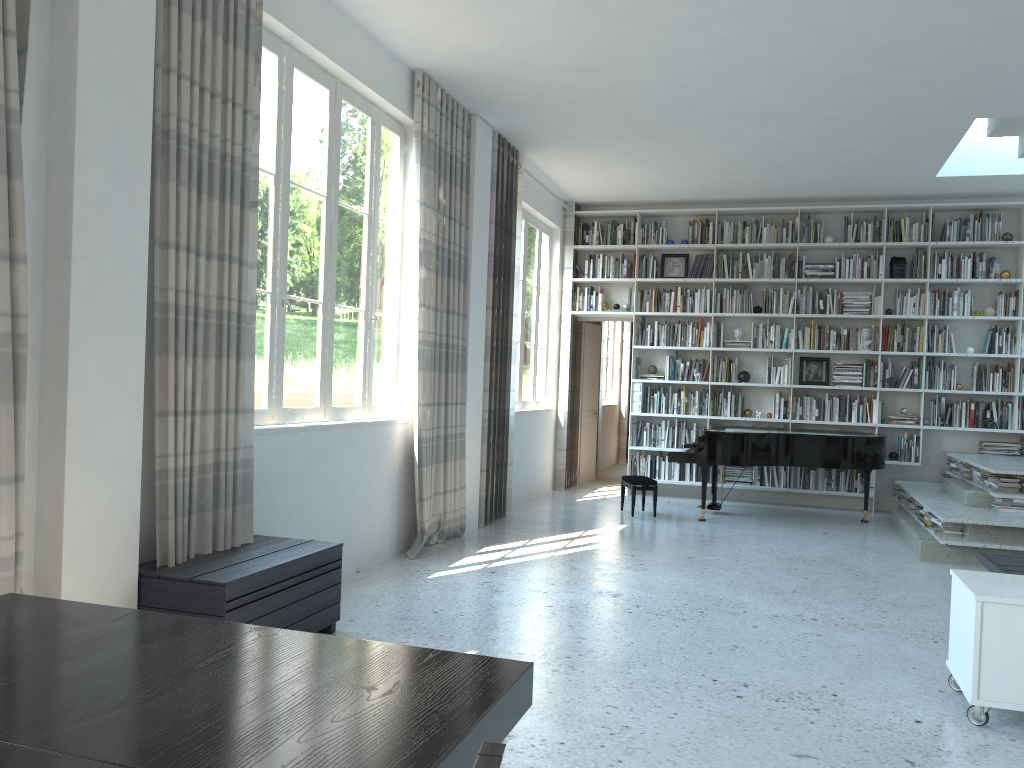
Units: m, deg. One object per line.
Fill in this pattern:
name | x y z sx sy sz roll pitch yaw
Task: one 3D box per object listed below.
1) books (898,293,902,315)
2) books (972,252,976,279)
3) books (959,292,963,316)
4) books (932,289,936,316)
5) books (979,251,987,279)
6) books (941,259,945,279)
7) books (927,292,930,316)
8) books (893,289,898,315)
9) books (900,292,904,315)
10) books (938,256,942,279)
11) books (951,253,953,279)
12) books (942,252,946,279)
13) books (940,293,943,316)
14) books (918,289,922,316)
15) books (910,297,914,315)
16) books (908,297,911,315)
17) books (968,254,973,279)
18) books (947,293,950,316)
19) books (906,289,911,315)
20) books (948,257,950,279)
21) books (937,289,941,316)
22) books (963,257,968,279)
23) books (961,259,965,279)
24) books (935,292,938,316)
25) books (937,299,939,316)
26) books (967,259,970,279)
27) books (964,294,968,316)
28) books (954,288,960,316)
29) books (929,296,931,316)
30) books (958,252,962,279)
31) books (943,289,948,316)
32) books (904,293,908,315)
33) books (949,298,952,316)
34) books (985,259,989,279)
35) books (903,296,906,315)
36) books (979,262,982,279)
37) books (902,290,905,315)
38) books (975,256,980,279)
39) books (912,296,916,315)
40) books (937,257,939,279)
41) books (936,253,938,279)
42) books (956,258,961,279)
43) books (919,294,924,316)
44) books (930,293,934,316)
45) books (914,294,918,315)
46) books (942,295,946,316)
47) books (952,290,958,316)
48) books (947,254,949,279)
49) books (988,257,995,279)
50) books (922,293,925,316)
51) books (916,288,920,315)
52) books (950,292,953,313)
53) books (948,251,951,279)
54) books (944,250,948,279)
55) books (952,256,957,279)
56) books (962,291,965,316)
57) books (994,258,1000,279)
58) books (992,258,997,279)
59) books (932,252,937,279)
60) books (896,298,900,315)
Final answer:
books | 3.979 -0.809 9.120 0.024 0.242 0.159 2 1 17
books | 4.637 -1.173 8.917 0.012 0.285 0.159 2 1 17
books | 4.511 -0.791 8.938 0.025 0.245 0.183 2 1 17
books | 4.291 -0.816 9.024 0.014 0.278 0.154 2 1 17
books | 4.704 -1.171 8.869 0.029 0.285 0.183 2 1 17
books | 4.351 -1.145 8.977 0.026 0.208 0.181 2 1 17
books | 4.223 -0.805 9.025 0.028 0.251 0.190 2 1 17
books | 3.949 -0.832 9.130 0.018 0.285 0.159 2 1 17
books | 3.994 -0.812 9.109 0.028 0.250 0.164 2 1 17
books | 4.333 -1.164 9.002 0.026 0.243 0.148 2 1 17
books | 4.444 -1.176 8.982 0.012 0.276 0.133 2 1 17
books | 4.376 -1.182 8.987 0.011 0.283 0.173 2 1 17
books | 4.347 -0.793 8.999 0.013 0.236 0.157 2 1 17
books | 4.151 -0.820 9.056 0.025 0.277 0.173 2 1 17
books | 4.078 -0.782 9.070 0.027 0.196 0.185 2 1 17
books | 4.059 -0.782 9.073 0.024 0.195 0.173 2 1 17
books | 4.603 -1.164 8.914 0.012 0.264 0.156 2 1 17
books | 4.399 -0.791 8.971 0.022 0.237 0.164 2 1 17
books | 4.042 -0.823 9.067 0.028 0.275 0.187 2 1 17
books | 4.410 -1.157 8.979 0.012 0.235 0.165 2 1 17
books | 4.341 -0.817 9.021 0.014 0.284 0.135 2 1 17
books | 4.556 -1.152 8.928 0.023 0.237 0.149 2 1 17
books | 4.536 -1.142 8.947 0.025 0.216 0.144 2 1 17
books | 4.299 -0.800 9.005 0.014 0.248 0.176 2 1 17
books | 4.318 -0.765 9.012 0.021 0.179 0.136 2 1 17
books | 4.572 -1.137 8.908 0.021 0.209 0.181 2 1 17
books | 4.558 -0.783 8.930 0.021 0.232 0.183 2 1 17
books | 4.492 -0.817 8.960 0.027 0.295 0.159 2 1 17
books | 4.250 -0.783 9.046 0.013 0.210 0.140 2 1 17
books | 4.520 -1.177 8.953 0.013 0.284 0.154 2 1 17
books | 4.381 -0.813 8.970 0.014 0.280 0.177 2 1 17
books | 4.031 -0.804 9.093 0.023 0.236 0.178 2 1 17
books | 4.423 -0.769 8.973 0.025 0.194 0.171 2 1 17
books | 4.735 -1.133 8.874 0.030 0.213 0.156 2 1 17
books | 4.018 -0.790 9.102 0.023 0.207 0.171 2 1 17
books | 4.679 -1.120 8.890 0.027 0.181 0.176 2 1 17
books | 4.009 -0.825 9.106 0.019 0.275 0.146 2 1 17
books | 4.651 -1.149 8.894 0.030 0.238 0.185 2 1 17
books | 4.098 -0.788 9.065 0.029 0.211 0.157 2 1 17
books | 4.316 -1.162 9.013 0.012 0.239 0.138 2 1 17
books | 4.308 -1.183 9.022 0.011 0.280 0.133 2 1 17
books | 4.500 -1.147 8.963 0.028 0.223 0.142 2 1 17
books | 4.161 -0.795 9.035 0.028 0.230 0.176 2 1 17
books | 4.270 -0.798 9.035 0.030 0.242 0.138 2 1 17
books | 4.119 -0.799 9.066 0.024 0.234 0.149 2 1 17
books | 4.366 -0.782 8.995 0.026 0.216 0.161 2 1 17
books | 4.456 -0.802 8.944 0.030 0.263 0.182 2 1 17
books | 4.397 -1.174 8.974 0.010 0.268 0.166 2 1 17
books | 4.772 -1.143 8.851 0.054 0.235 0.171 2 1 17
books | 4.184 -0.799 9.045 0.026 0.238 0.173 2 1 17
books | 4.137 -0.828 9.062 0.028 0.293 0.154 2 1 17
books | 4.443 -0.799 8.973 0.011 0.257 0.131 2 1 17
books | 4.426 -1.186 8.980 0.021 0.296 0.138 2 1 17
books | 4.386 -1.193 8.977 0.014 0.307 0.152 2 1 17
books | 4.455 -1.158 8.954 0.027 0.241 0.160 2 1 17
books | 4.541 -0.798 8.950 0.024 0.262 0.133 2 1 17
books | 4.837 -1.138 8.859 0.026 0.229 0.140 2 1 17
books | 4.796 -1.133 8.853 0.048 0.216 0.182 2 1 17
books | 4.291 -1.186 9.006 0.012 0.285 0.159 2 1 17
books | 3.953 -0.781 9.106 0.028 0.185 0.181 2 1 17
